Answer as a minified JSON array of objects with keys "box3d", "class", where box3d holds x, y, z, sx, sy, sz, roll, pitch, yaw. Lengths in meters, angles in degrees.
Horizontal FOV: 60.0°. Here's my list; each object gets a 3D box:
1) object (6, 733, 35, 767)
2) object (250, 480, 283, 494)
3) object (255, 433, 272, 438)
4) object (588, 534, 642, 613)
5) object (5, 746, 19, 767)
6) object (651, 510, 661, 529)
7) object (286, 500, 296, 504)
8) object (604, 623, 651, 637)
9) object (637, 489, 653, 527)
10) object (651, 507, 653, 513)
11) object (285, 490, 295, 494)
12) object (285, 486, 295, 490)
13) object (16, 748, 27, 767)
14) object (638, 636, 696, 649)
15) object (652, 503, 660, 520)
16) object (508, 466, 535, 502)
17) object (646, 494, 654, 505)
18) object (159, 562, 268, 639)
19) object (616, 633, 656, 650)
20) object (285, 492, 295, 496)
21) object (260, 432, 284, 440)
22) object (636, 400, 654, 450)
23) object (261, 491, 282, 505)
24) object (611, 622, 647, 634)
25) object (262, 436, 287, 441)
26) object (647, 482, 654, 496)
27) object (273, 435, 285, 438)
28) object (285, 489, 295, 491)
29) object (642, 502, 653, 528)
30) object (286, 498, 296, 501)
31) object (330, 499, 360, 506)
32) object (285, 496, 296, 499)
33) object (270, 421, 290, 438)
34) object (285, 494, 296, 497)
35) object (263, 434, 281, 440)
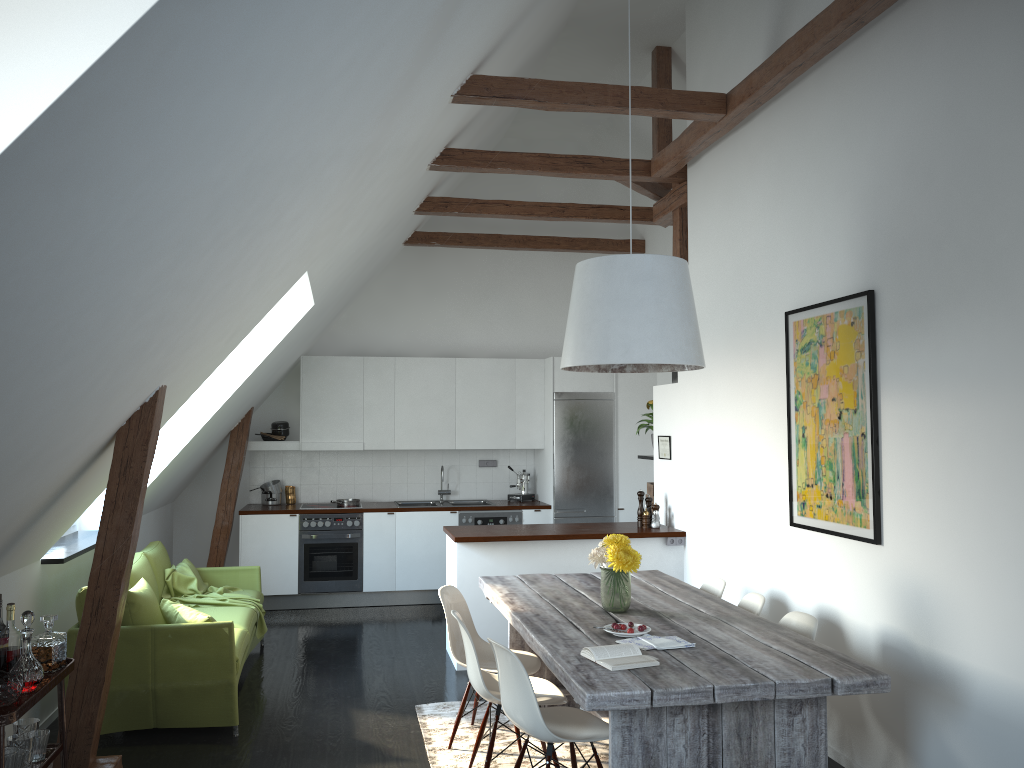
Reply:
[{"box3d":[-1.825,1.370,3.294,0.095,0.119,0.095,-3,-4,41],"class":"object"},{"box3d":[-2.421,1.026,8.660,0.371,0.169,0.203,2,-4,-39],"class":"object"},{"box3d":[-2.388,0.515,8.667,0.357,0.075,0.244,2,-4,-40],"class":"object"},{"box3d":[0.504,0.909,4.281,0.233,0.365,0.293,2,-4,-40],"class":"object"},{"box3d":[-1.747,1.340,3.048,0.087,0.155,0.087,2,-4,-38],"class":"object"},{"box3d":[1.073,1.010,6.625,0.069,0.135,0.069,2,-4,-36],"class":"object"},{"box3d":[-2.187,1.169,8.771,0.100,0.036,0.100,1,-3,-14],"class":"object"},{"box3d":[0.493,1.058,3.797,0.205,0.024,0.205,1,-3,-19],"class":"object"},{"box3d":[1.011,0.942,6.745,0.123,0.283,0.061,0,-3,-11],"class":"object"},{"box3d":[1.304,1.068,7.318,0.329,0.101,0.287,0,-3,-1],"class":"object"},{"box3d":[-2.195,1.069,8.772,0.100,0.036,0.100,3,-4,-44],"class":"object"},{"box3d":[-2.193,1.032,8.773,0.100,0.047,0.099,1,-3,-15],"class":"object"},{"box3d":[-1.800,1.375,3.190,0.092,0.099,0.092,2,-3,-33],"class":"object"},{"box3d":[0.631,1.052,3.623,0.182,0.016,0.179,1,-3,-16],"class":"object"},{"box3d":[1.088,0.989,6.699,0.058,0.184,0.058,1,-3,-14],"class":"object"},{"box3d":[0.068,1.017,9.095,0.206,0.370,0.353,-2,-4,36],"class":"object"},{"box3d":[1.303,0.969,7.323,0.287,0.101,0.329,1,-3,-16],"class":"object"},{"box3d":[-2.140,1.554,6.409,0.722,0.493,0.711,1,-3,-16],"class":"object"},{"box3d":[0.546,1.053,3.623,0.182,0.014,0.185,2,-4,-37],"class":"object"},{"box3d":[-2.195,1.087,8.775,0.099,0.057,0.101,0,-3,1],"class":"object"},{"box3d":[-2.329,0.502,8.596,0.331,0.077,0.061,-2,-4,38],"class":"object"},{"box3d":[1.275,0.354,7.409,0.493,0.486,0.506,-1,-3,9],"class":"object"},{"box3d":[-2.320,1.104,8.644,0.200,0.154,0.348,2,-3,-31],"class":"object"},{"box3d":[0.504,1.046,3.810,0.132,0.034,0.144,2,-4,-39],"class":"object"},{"box3d":[-2.310,0.528,8.643,0.243,0.056,0.350,1,-3,-22],"class":"object"},{"box3d":[1.304,0.868,7.339,0.329,0.101,0.287,0,-3,-1],"class":"object"},{"box3d":[-2.311,0.507,8.645,0.335,0.031,0.065,-2,-4,36],"class":"object"},{"box3d":[-2.195,1.052,8.773,0.100,0.036,0.100,-1,-3,18],"class":"object"},{"box3d":[1.016,0.983,6.658,0.080,0.192,0.058,1,-3,-27],"class":"object"},{"box3d":[-2.188,1.147,8.771,0.100,0.048,0.099,0,-3,7],"class":"object"},{"box3d":[-1.648,1.146,8.627,0.351,0.061,0.232,2,-4,-37],"class":"object"},{"box3d":[-2.191,1.130,8.773,0.099,0.051,0.099,1,-3,-25],"class":"object"},{"box3d":[-2.278,0.446,8.717,0.200,0.166,0.190,-3,-4,42],"class":"object"},{"box3d":[-2.193,1.109,8.775,0.099,0.043,0.100,1,-3,-23],"class":"object"},{"box3d":[-2.339,0.508,8.584,0.065,0.065,0.332,3,-4,-44],"class":"object"}]
